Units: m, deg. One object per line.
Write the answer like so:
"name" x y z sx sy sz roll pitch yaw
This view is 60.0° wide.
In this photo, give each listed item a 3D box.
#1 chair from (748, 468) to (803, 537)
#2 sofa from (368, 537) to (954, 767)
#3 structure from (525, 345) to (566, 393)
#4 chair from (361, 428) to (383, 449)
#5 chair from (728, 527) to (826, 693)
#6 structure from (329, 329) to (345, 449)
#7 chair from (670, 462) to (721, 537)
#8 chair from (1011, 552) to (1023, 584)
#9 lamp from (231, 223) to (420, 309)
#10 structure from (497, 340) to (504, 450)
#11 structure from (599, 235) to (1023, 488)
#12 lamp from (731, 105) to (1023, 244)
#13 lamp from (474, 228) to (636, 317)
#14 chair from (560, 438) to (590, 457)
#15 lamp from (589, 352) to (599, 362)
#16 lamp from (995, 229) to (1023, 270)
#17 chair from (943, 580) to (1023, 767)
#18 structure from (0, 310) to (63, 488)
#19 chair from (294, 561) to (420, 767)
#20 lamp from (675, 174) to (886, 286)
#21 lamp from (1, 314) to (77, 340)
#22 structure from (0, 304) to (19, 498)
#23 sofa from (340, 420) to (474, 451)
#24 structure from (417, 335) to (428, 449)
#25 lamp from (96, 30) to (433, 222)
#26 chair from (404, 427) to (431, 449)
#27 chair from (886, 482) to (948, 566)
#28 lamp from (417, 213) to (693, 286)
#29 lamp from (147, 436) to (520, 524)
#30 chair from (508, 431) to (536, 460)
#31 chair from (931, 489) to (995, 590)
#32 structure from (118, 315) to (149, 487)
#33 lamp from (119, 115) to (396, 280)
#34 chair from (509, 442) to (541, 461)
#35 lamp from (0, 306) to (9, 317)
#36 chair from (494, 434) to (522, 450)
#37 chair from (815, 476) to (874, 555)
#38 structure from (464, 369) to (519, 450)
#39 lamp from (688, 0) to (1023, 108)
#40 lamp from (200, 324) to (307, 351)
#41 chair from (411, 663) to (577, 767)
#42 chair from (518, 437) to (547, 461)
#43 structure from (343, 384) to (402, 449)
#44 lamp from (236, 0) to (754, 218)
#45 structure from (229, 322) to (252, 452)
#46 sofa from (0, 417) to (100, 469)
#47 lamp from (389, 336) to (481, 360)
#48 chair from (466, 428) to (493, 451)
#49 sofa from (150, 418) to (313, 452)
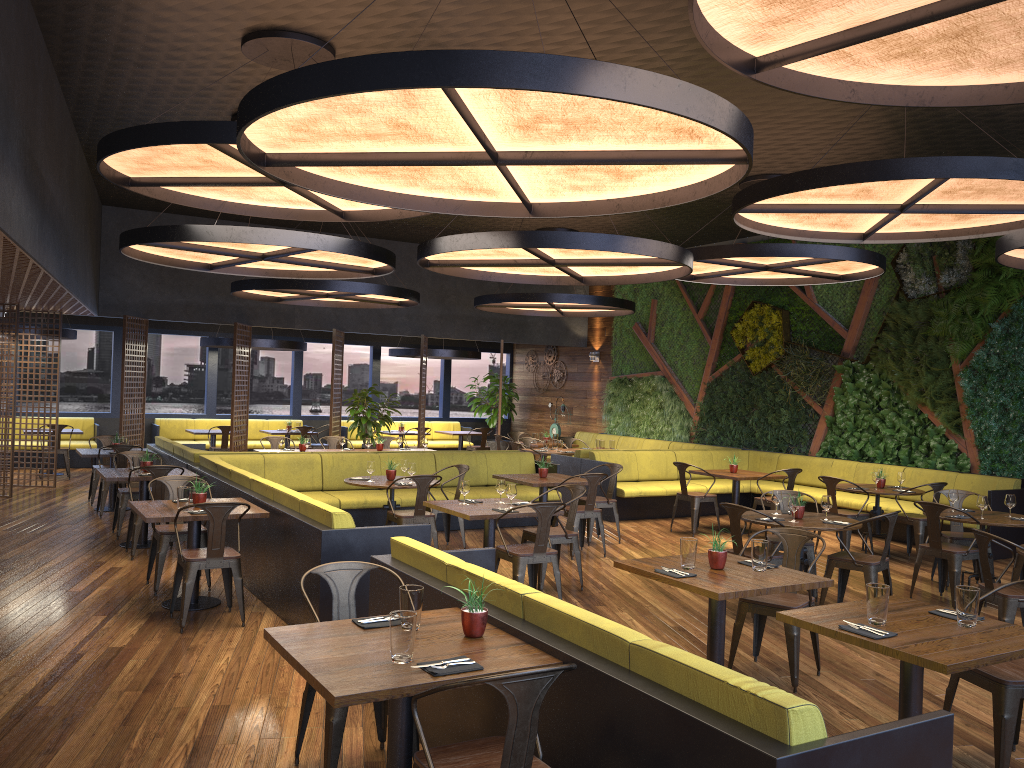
"chair" 3.318 1.486 11.082 0.504 0.917 0.541 2 0 -30
"sofa" 0.364 1.368 4.012 0.966 0.914 3.061 2 0 -30
"structure" 0.749 -0.373 20.649 0.058 1.178 1.791 2 0 -30
"chair" -2.888 1.284 18.255 0.541 0.917 0.504 2 0 -30
"chair" 1.722 1.417 5.724 0.504 0.917 0.541 2 0 37
"structure" -3.177 0.379 16.024 0.050 2.700 0.852 2 0 0
"chair" 2.330 1.452 11.343 0.541 0.917 0.504 2 0 -30
"chair" 4.747 1.529 7.835 0.541 0.917 0.504 2 0 41
"lamp" -2.762 -2.006 13.377 2.778 1.475 2.778 2 0 -30
"structure" -0.243 0.487 17.738 0.050 2.700 0.852 2 0 0
"structure" 4.247 -0.310 14.561 0.918 4.593 9.182 2 0 -31
"lamp" 3.297 -1.983 7.461 2.778 1.159 2.778 2 0 37
"lamp" 0.754 -1.953 15.336 2.778 1.362 2.778 2 0 24
"chair" 1.113 1.420 15.625 0.504 0.917 0.541 2 0 -30
"lamp" 1.725 -0.582 18.879 0.189 0.215 0.215 2 0 -30
"lamp" 5.738 -1.796 7.589 2.778 1.362 2.778 2 0 29
"chair" 2.487 1.441 4.367 0.541 0.917 0.504 2 0 -12
"structure" -7.618 0.216 13.606 1.319 2.700 0.050 2 0 0
"chair" -0.715 1.327 4.094 0.504 0.917 0.541 2 0 -30
"lamp" 3.231 -1.977 11.191 2.778 1.159 2.778 2 0 -40
"lamp" -8.454 -1.899 15.063 1.979 2.172 1.979 2 0 -24
"structure" -7.612 0.213 12.402 1.319 2.700 0.050 2 0 0
"sofa" -2.398 1.310 20.007 3.061 0.914 0.966 2 0 -30
"structure" -1.710 0.433 16.881 0.050 2.700 0.852 2 0 0
"lamp" -1.846 -2.166 7.257 2.778 1.159 2.778 2 0 20
"chair" -1.925 1.318 17.952 0.504 0.917 0.541 2 0 -30
"chair" 4.545 1.527 9.916 0.504 0.917 0.541 2 0 -30
"lamp" 0.453 -1.903 9.042 2.778 1.475 2.778 2 0 19
"lamp" -4.439 0.315 11.287 9.057 2.714 3.017 2 0 -30
"chair" 0.183 1.390 17.132 0.504 0.917 0.541 2 0 -30
"chair" 4.409 1.519 8.682 0.504 0.917 0.541 2 0 9
"structure" -6.112 0.271 14.310 0.050 2.700 0.852 2 0 0
"lamp" -2.605 -2.010 9.367 2.778 1.475 2.778 2 0 -26
"chair" 0.218 1.384 14.224 0.541 0.917 0.504 2 0 -30
"lamp" -7.526 -1.061 13.047 0.228 0.172 0.228 2 0 -30
"chair" -0.069 1.379 16.121 0.541 0.917 0.504 2 0 -30
"chair" 3.756 1.499 10.059 0.541 0.917 0.504 2 0 -30
"structure" -0.403 0.747 20.974 1.493 2.184 1.272 2 0 -30
"lamp" 2.085 -2.037 3.275 2.778 1.159 2.778 2 0 5
"lamp" -4.936 -1.770 17.118 1.979 2.172 1.979 2 0 15
"chair" -0.079 1.346 3.002 0.504 0.917 0.541 2 0 -30
"chair" 0.364 1.392 15.187 0.504 0.917 0.541 2 0 -30
"structure" -2.559 0.870 15.640 0.993 1.763 1.166 2 0 30
"lamp" -0.064 -1.931 4.968 2.778 1.475 2.778 2 0 24
"structure" -4.644 0.325 15.167 0.050 2.700 0.852 2 0 0
"sofa" -9.184 1.060 16.043 3.061 0.914 0.966 2 0 -30
"lamp" -1.615 -1.649 19.057 1.979 2.172 1.979 2 0 45
"chair" -0.691 1.363 18.673 0.504 0.917 0.541 2 0 -30
"sofa" -5.668 1.189 18.097 3.061 0.914 0.966 2 0 -30
